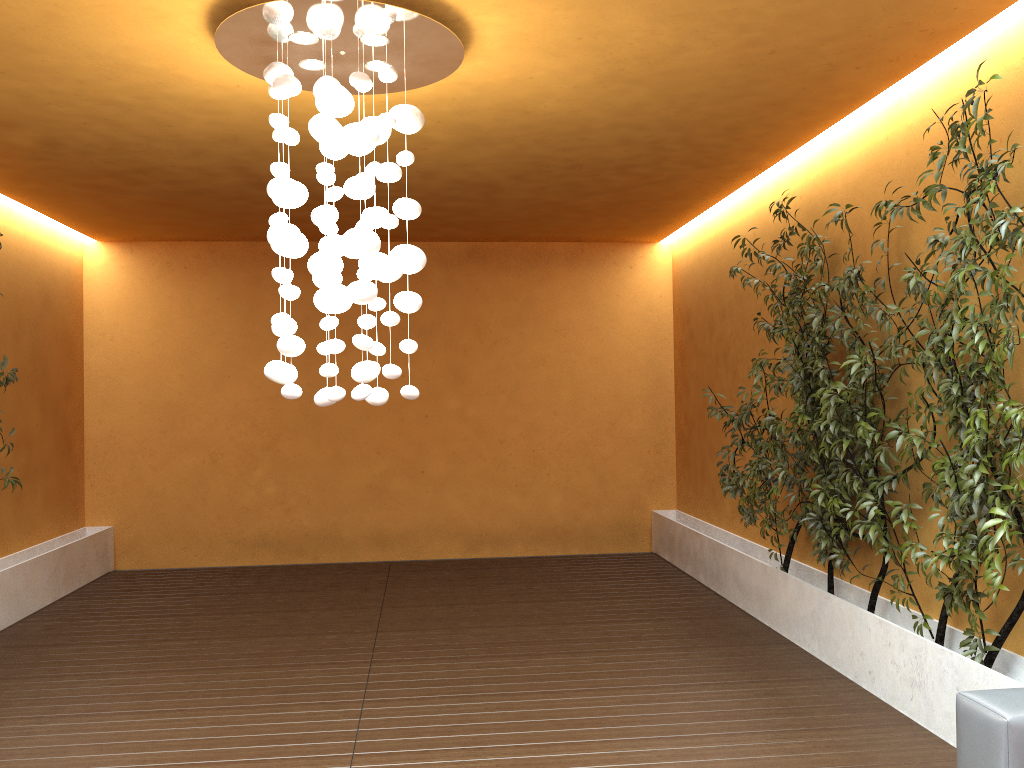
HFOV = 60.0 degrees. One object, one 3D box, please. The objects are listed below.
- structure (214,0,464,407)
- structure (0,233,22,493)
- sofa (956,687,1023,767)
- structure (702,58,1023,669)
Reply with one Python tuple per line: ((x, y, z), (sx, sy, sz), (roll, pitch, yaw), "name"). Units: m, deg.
((-0.688, -0.671, 3.646), (1.002, 1.529, 1.002), (-2, -1, 43), "structure")
((-3.191, 0.099, 4.065), (0.622, 2.483, 3.166), (-1, -1, -7), "structure")
((1.790, 1.140, 1.546), (0.943, 0.652, 2.025), (-1, -1, -6), "sofa")
((1.701, 0.029, 4.545), (0.622, 2.483, 3.166), (-1, -1, -7), "structure")
